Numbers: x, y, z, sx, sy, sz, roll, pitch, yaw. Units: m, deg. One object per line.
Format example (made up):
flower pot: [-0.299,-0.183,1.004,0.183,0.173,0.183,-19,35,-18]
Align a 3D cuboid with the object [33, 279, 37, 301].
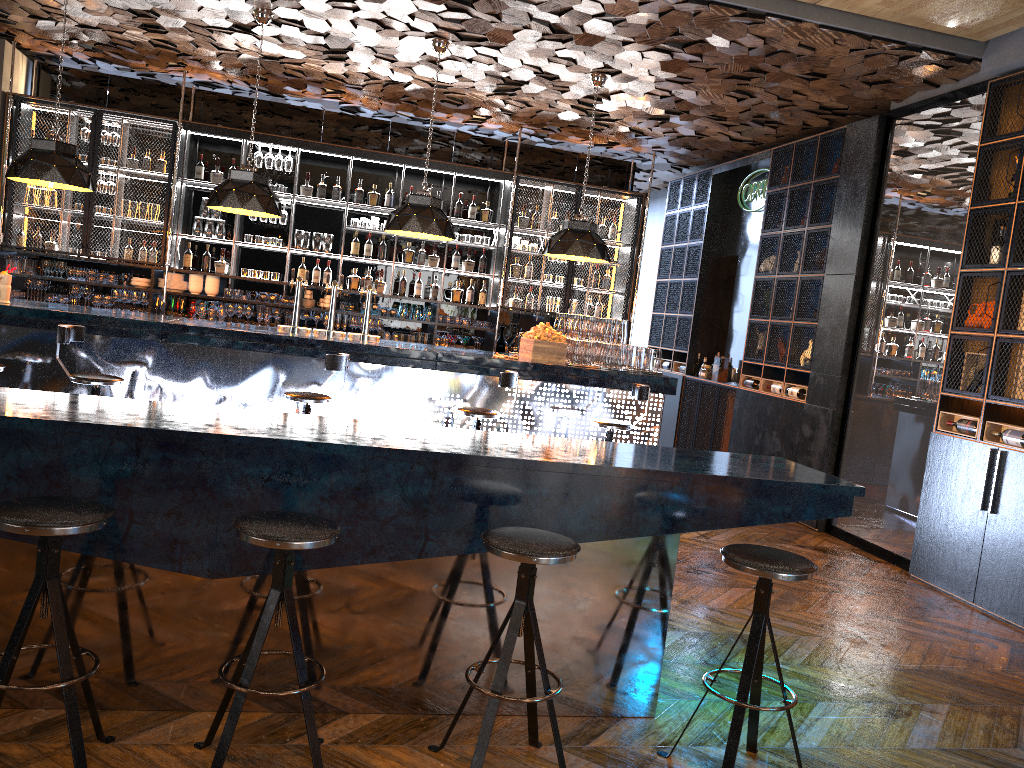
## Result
object: [-4.925,-0.967,9.154,0.091,0.227,0.091,6,4,-10]

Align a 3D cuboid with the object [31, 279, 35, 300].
object: [-4.888,-0.952,9.026,0.091,0.227,0.091,9,5,26]

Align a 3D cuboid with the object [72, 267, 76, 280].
object: [-4.535,-1.145,9.181,0.081,0.132,0.081,3,6,-41]

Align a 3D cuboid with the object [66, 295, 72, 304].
object: [-4.616,-0.869,9.195,0.093,0.101,0.093,7,4,1]

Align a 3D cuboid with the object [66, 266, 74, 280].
object: [-4.502,-1.130,9.039,0.081,0.132,0.081,3,6,-41]

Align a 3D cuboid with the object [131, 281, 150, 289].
object: [-3.845,-1.028,9.202,0.209,0.060,0.211,10,5,36]

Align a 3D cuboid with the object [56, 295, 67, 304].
object: [-4.568,-0.848,8.994,0.093,0.101,0.093,10,6,39]

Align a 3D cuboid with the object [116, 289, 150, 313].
object: [-4.009,-0.874,9.409,0.376,0.227,0.186,6,5,-15]

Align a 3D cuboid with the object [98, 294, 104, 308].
object: [-4.320,-0.863,9.297,0.065,0.146,0.074,8,5,16]

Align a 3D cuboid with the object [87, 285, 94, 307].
object: [-4.400,-0.910,9.228,0.088,0.229,0.077,6,4,-12]

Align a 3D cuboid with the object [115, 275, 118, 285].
object: [-4.181,-1.096,9.320,0.078,0.099,0.078,11,6,44]

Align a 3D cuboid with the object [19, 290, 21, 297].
object: [-5.088,-0.919,9.155,0.031,0.098,0.031,6,4,-9]

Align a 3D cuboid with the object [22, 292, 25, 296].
object: [-5.034,-0.902,9.131,0.034,0.080,0.034,7,4,-4]

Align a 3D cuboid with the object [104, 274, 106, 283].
object: [-4.256,-1.098,9.215,0.078,0.103,0.078,9,5,29]

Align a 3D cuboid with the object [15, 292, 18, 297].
object: [-4.984,-0.879,8.916,0.034,0.080,0.034,11,6,41]

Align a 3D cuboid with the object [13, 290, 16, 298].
object: [-5.043,-0.900,8.977,0.031,0.098,0.031,10,6,38]

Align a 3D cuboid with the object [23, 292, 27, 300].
object: [-5.043,-0.906,9.177,0.034,0.080,0.034,7,4,-4]

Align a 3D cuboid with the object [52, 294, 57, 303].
object: [-4.697,-0.869,9.071,0.093,0.101,0.093,10,6,37]

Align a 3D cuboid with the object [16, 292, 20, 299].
object: [-4.996,-0.884,8.963,0.034,0.080,0.034,11,6,43]

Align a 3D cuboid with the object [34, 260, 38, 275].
object: [-4.949,-1.206,9.177,0.058,0.152,0.051,10,6,37]

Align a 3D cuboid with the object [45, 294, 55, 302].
object: [-4.674,-0.859,8.968,0.093,0.101,0.093,2,6,-45]

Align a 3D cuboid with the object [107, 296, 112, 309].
object: [-4.206,-0.845,9.232,0.065,0.146,0.074,8,4,9]

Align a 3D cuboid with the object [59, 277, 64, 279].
object: [-4.653,-1.177,9.161,0.087,0.170,0.087,10,6,37]

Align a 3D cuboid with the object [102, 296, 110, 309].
object: [-4.182,-0.834,9.129,0.074,0.146,0.065,5,5,-19]

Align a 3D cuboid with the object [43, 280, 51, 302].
object: [-4.817,-0.954,9.156,0.091,0.227,0.091,11,6,39]

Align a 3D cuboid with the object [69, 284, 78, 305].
object: [-4.456,-0.899,9.000,0.088,0.229,0.077,7,4,0]

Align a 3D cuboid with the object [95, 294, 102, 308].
object: [-4.298,-0.853,9.202,0.065,0.146,0.074,7,4,-1]

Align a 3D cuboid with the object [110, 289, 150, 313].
object: [-3.966,-0.855,9.219,0.376,0.227,0.186,6,5,-15]

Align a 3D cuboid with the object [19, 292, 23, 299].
object: [-5.013,-0.893,9.050,0.034,0.080,0.034,4,5,-31]

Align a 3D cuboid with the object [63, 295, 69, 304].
object: [-4.598,-0.859,9.096,0.093,0.101,0.093,7,4,7]

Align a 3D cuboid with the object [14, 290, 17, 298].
object: [-5.053,-0.904,9.010,0.031,0.098,0.031,10,5,32]

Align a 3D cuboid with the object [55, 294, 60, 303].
object: [-4.719,-0.880,9.173,0.093,0.101,0.093,5,5,-27]

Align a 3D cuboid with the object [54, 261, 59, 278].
object: [-4.621,-1.162,9.020,0.087,0.170,0.087,10,6,37]

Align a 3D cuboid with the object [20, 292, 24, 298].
object: [-5.023,-0.897,9.089,0.034,0.080,0.034,6,5,-14]

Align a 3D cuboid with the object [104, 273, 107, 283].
object: [-4.275,-1.107,9.298,0.078,0.103,0.078,9,5,29]

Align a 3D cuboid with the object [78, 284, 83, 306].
object: [-4.516,-0.926,9.257,0.077,0.229,0.088,3,6,-39]

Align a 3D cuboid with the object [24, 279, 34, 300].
object: [-4.866,-0.941,8.921,0.091,0.227,0.091,10,6,39]

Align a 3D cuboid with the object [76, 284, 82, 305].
object: [-4.497,-0.917,9.167,0.077,0.229,0.088,7,4,2]

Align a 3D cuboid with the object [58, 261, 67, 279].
object: [-4.542,-1.147,8.946,0.087,0.170,0.087,10,6,37]

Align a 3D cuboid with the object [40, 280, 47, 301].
object: [-4.795,-0.942,9.041,0.091,0.227,0.091,11,6,40]

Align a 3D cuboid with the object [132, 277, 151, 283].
object: [-3.839,-1.068,9.199,0.211,0.060,0.209,10,5,31]

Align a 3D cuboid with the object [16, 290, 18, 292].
object: [-5.061,-0.908,9.050,0.031,0.098,0.031,8,4,8]

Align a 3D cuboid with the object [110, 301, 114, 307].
object: [-4.225,-0.855,9.332,0.074,0.146,0.065,8,4,9]

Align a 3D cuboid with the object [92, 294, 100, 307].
object: [-4.274,-0.843,9.102,0.074,0.146,0.065,4,5,-37]

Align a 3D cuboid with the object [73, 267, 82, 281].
object: [-4.410,-1.117,9.008,0.081,0.132,0.081,3,6,-41]

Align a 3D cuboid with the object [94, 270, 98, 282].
object: [-4.331,-1.120,9.193,0.074,0.131,0.074,7,4,-1]

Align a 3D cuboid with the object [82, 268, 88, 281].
object: [-4.465,-1.142,9.250,0.081,0.132,0.081,3,6,-41]

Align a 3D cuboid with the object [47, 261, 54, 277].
object: [-4.717,-1.175,9.037,0.087,0.170,0.087,10,6,37]

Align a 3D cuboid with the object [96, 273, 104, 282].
object: [-4.234,-1.089,9.127,0.078,0.103,0.078,9,5,29]

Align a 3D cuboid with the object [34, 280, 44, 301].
object: [-4.775,-0.932,8.940,0.091,0.227,0.091,8,4,9]

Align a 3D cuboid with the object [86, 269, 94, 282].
object: [-4.295,-1.103,9.024,0.074,0.131,0.074,7,4,-1]

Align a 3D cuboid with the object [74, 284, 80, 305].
object: [-4.475,-0.908,9.089,0.077,0.229,0.088,10,5,36]

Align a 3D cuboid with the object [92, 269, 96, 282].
object: [-4.312,-1.111,9.109,0.074,0.131,0.074,7,4,-1]

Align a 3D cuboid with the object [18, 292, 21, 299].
object: [-5.006,-0.888,9.002,0.034,0.080,0.034,7,4,-5]

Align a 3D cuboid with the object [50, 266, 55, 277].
object: [-4.743,-1.187,9.151,0.087,0.170,0.087,10,6,37]

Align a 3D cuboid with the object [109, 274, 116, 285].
object: [-4.167,-1.087,9.237,0.078,0.099,0.078,11,6,44]

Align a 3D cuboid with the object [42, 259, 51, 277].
object: [-4.691,-1.163,8.922,0.087,0.170,0.087,10,6,37]

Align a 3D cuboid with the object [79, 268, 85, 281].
object: [-4.440,-1.129,9.124,0.081,0.132,0.081,3,6,-41]

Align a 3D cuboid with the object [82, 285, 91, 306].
object: [-4.377,-0.897,9.108,0.088,0.229,0.077,6,5,-14]
